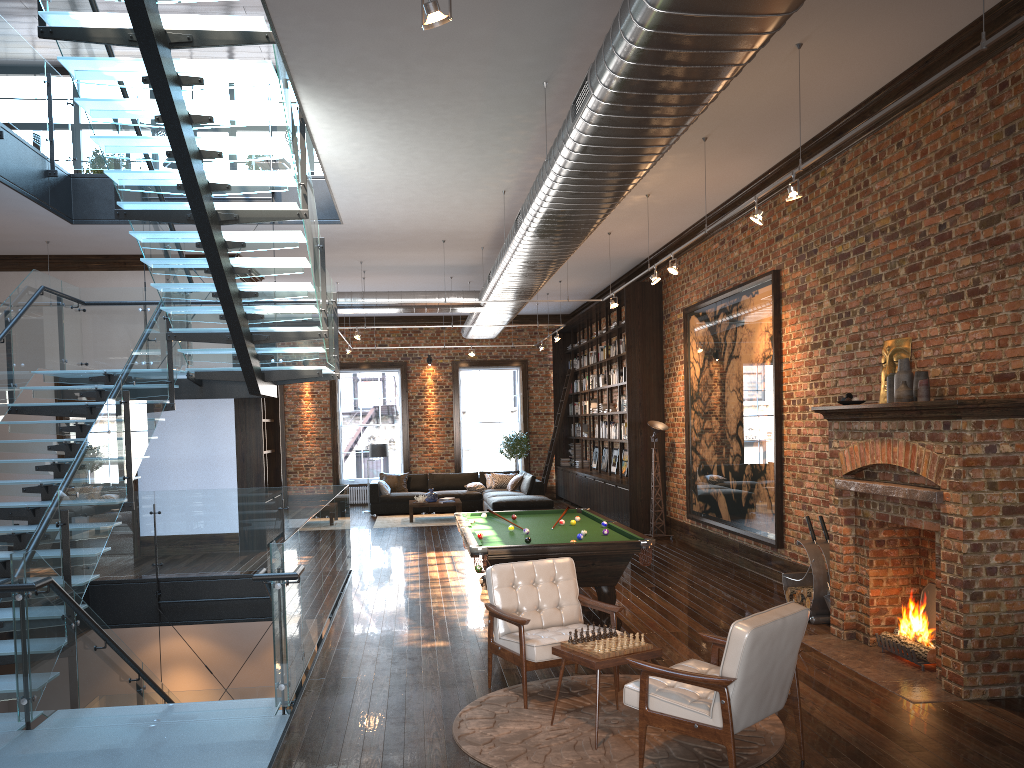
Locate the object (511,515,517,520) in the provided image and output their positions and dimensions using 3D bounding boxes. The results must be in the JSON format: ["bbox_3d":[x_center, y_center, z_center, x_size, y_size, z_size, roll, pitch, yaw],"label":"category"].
[{"bbox_3d":[0.022,1.430,9.515,0.057,0.057,0.057,-2,0,42],"label":"object"}]

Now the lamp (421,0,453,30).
[{"bbox_3d":[-0.293,-1.471,3.421,0.113,0.230,0.114,-2,1,-17],"label":"lamp"}]

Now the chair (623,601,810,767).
[{"bbox_3d":[1.072,1.575,4.638,0.742,0.868,0.767,-1,0,44],"label":"chair"}]

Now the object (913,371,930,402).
[{"bbox_3d":[3.068,0.023,6.646,0.120,0.243,0.120,-1,1,13],"label":"object"}]

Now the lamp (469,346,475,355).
[{"bbox_3d":[-0.885,-0.727,19.506,0.113,0.230,0.114,-2,2,-37],"label":"lamp"}]

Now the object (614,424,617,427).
[{"bbox_3d":[2.013,0.896,16.760,0.166,0.283,0.015,-2,2,-6],"label":"object"}]

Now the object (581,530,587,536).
[{"bbox_3d":[0.651,1.347,8.019,0.057,0.057,0.057,-2,0,33],"label":"object"}]

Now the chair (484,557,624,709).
[{"bbox_3d":[0.279,1.656,5.984,0.767,0.868,0.741,-2,0,-26],"label":"chair"}]

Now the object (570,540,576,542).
[{"bbox_3d":[0.508,1.320,7.343,0.057,0.057,0.057,-1,0,12],"label":"object"}]

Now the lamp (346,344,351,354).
[{"bbox_3d":[-3.342,-0.726,18.169,0.114,0.230,0.113,-1,2,34],"label":"lamp"}]

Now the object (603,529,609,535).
[{"bbox_3d":[0.848,1.342,8.024,0.057,0.057,0.057,-1,0,16],"label":"object"}]

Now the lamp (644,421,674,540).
[{"bbox_3d":[2.223,1.464,13.438,0.425,1.831,0.505,-1,2,-1],"label":"lamp"}]

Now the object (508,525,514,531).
[{"bbox_3d":[-0.008,1.385,8.506,0.057,0.057,0.057,-2,0,31],"label":"object"}]

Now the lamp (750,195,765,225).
[{"bbox_3d":[1.926,-1.365,6.982,0.114,0.230,0.113,-2,2,-32],"label":"lamp"}]

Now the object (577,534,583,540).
[{"bbox_3d":[0.595,1.336,7.750,0.057,0.057,0.057,-1,0,-1],"label":"object"}]

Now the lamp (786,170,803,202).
[{"bbox_3d":[2.002,-1.407,6.297,0.117,0.213,0.116,-1,1,35],"label":"lamp"}]

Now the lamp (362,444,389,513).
[{"bbox_3d":[-2.934,2.018,18.896,0.687,1.470,0.418,-1,2,23],"label":"lamp"}]

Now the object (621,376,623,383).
[{"bbox_3d":[2.032,-0.076,16.009,0.096,0.137,0.235,-2,-1,-23],"label":"object"}]

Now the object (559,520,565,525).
[{"bbox_3d":[0.503,1.390,8.900,0.057,0.057,0.057,-1,0,-41],"label":"object"}]

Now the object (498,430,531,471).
[{"bbox_3d":[0.063,2.009,20.938,0.812,1.869,0.798,-1,2,2],"label":"object"}]

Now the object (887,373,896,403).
[{"bbox_3d":[3.008,0.035,6.968,0.118,0.250,0.118,0,2,42],"label":"object"}]

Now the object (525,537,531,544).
[{"bbox_3d":[0.137,1.341,7.606,0.057,0.057,0.057,-1,0,-2],"label":"object"}]

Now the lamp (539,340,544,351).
[{"bbox_3d":[0.633,-0.806,18.604,0.113,0.230,0.113,-1,2,33],"label":"lamp"}]

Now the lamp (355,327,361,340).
[{"bbox_3d":[-2.671,-0.873,15.290,0.114,0.230,0.113,-1,1,14],"label":"lamp"}]

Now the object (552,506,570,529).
[{"bbox_3d":[0.517,1.402,9.355,0.028,0.072,1.604,-1,-3,9],"label":"object"}]

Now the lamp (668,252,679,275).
[{"bbox_3d":[1.679,-1.256,9.243,0.113,0.230,0.113,-1,1,23],"label":"lamp"}]

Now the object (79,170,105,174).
[{"bbox_3d":[-7.106,-3.227,15.633,0.800,1.869,0.810,0,2,42],"label":"object"}]

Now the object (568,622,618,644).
[{"bbox_3d":[0.487,1.485,5.330,0.334,0.101,0.075,0,0,-31],"label":"object"}]

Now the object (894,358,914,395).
[{"bbox_3d":[3.017,-0.021,6.821,0.145,0.350,0.145,-1,2,30],"label":"object"}]

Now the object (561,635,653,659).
[{"bbox_3d":[0.556,1.540,5.222,0.388,0.029,0.388,0,-3,-31],"label":"object"}]

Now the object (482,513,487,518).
[{"bbox_3d":[-0.304,1.449,9.753,0.057,0.058,0.057,-1,0,-5],"label":"object"}]

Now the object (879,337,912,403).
[{"bbox_3d":[3.092,-0.097,7.226,0.125,0.537,0.408,-2,1,-6],"label":"object"}]

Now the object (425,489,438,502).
[{"bbox_3d":[-1.565,2.167,17.249,0.215,0.251,0.214,-1,0,27],"label":"object"}]

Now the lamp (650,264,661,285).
[{"bbox_3d":[1.605,-1.224,9.904,0.114,0.230,0.113,-2,2,-27],"label":"lamp"}]

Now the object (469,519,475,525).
[{"bbox_3d":[-0.413,1.425,9.169,0.057,0.057,0.057,-1,0,-8],"label":"object"}]

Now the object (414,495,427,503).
[{"bbox_3d":[-1.742,2.209,17.066,0.219,0.160,0.217,-2,-1,36],"label":"object"}]

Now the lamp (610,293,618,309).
[{"bbox_3d":[1.376,-1.126,11.955,0.113,0.230,0.113,-1,1,8],"label":"lamp"}]

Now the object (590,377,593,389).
[{"bbox_3d":[1.658,-0.014,18.444,0.075,0.255,0.087,-2,2,-16],"label":"object"}]

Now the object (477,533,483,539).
[{"bbox_3d":[-0.284,1.367,7.958,0.057,0.057,0.057,-2,0,41],"label":"object"}]

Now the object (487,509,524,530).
[{"bbox_3d":[-0.075,1.414,9.291,0.028,0.072,1.606,-2,-2,-14],"label":"object"}]

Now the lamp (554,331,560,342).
[{"bbox_3d":[0.852,-0.901,16.611,0.113,0.230,0.114,-2,2,-31],"label":"lamp"}]

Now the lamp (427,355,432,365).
[{"bbox_3d":[-1.944,-0.564,20.881,0.126,0.237,0.155,-2,1,-6],"label":"lamp"}]

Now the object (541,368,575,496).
[{"bbox_3d":[0.991,1.185,20.212,0.896,3.084,0.494,-2,2,-6],"label":"object"}]

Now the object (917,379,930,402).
[{"bbox_3d":[3.026,0.051,6.523,0.081,0.179,0.081,0,2,36],"label":"object"}]

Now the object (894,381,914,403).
[{"bbox_3d":[2.921,0.061,6.610,0.136,0.169,0.136,-1,0,36],"label":"object"}]

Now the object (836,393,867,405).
[{"bbox_3d":[2.736,0.123,7.151,0.237,0.105,0.236,-2,-2,4],"label":"object"}]

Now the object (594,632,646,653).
[{"bbox_3d":[0.622,1.472,5.109,0.334,0.101,0.075,0,0,-31],"label":"object"}]

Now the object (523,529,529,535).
[{"bbox_3d":[0.133,1.369,8.224,0.057,0.057,0.057,-1,0,-36],"label":"object"}]
